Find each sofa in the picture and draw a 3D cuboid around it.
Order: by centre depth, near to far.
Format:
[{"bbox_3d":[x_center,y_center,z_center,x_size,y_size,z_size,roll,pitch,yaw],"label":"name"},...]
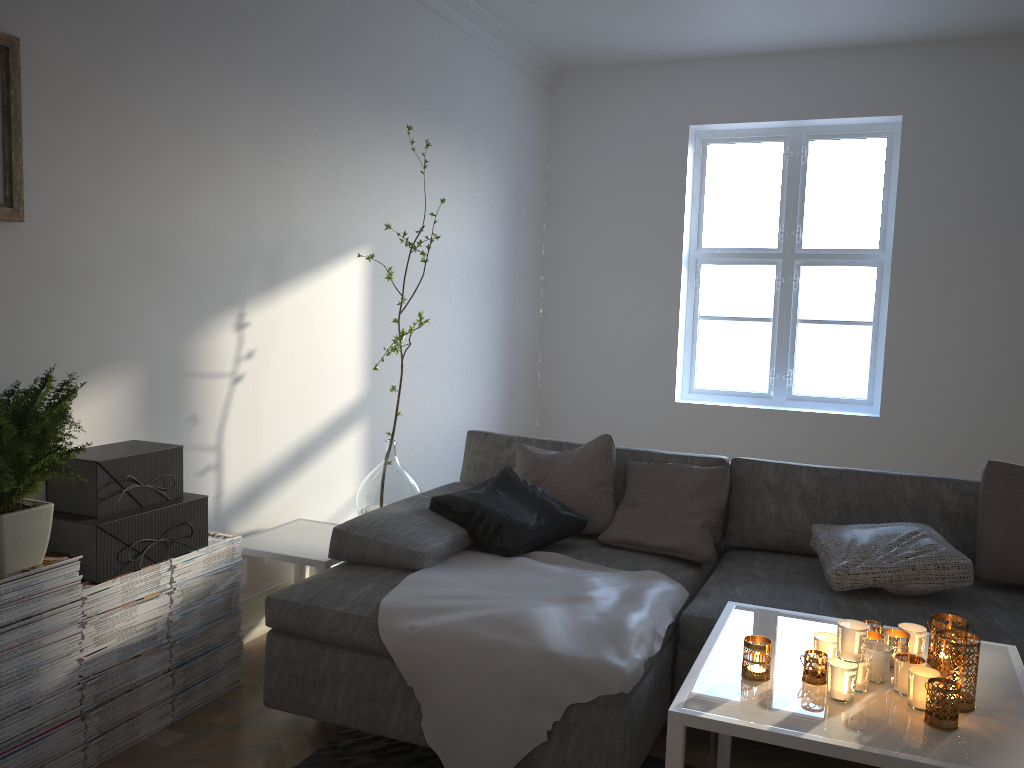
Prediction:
[{"bbox_3d":[0.779,0.700,2.735,2.631,0.773,1.553,4,6,23],"label":"sofa"}]

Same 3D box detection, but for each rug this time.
[{"bbox_3d":[0.118,1.139,1.509,2.014,0.055,2.109,4,6,22],"label":"rug"}]

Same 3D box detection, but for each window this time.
[{"bbox_3d":[1.705,-0.715,5.518,1.200,1.712,0.077,4,6,22],"label":"window"}]

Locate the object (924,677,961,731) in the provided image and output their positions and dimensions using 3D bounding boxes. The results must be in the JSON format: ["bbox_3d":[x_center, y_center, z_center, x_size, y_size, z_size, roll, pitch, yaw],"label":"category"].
[{"bbox_3d":[0.821,0.609,1.690,0.060,0.079,0.060,3,6,13],"label":"object"}]

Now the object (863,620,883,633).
[{"bbox_3d":[0.826,0.584,2.043,0.047,0.068,0.054,0,6,-17],"label":"object"}]

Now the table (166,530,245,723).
[{"bbox_3d":[-1.038,0.742,2.788,0.246,0.500,0.327,4,6,22],"label":"table"}]

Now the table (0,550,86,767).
[{"bbox_3d":[-1.278,0.737,2.211,0.246,0.597,0.321,4,6,22],"label":"table"}]

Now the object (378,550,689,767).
[{"bbox_3d":[0.048,0.798,2.575,0.811,0.438,0.725,4,6,21],"label":"object"}]

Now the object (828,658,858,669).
[{"bbox_3d":[0.666,0.595,1.790,0.056,0.067,0.056,0,6,-15],"label":"object"}]

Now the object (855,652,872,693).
[{"bbox_3d":[0.712,0.595,1.838,0.060,0.073,0.060,2,6,3],"label":"object"}]

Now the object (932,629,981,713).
[{"bbox_3d":[0.888,0.573,1.775,0.087,0.140,0.090,1,6,-7],"label":"object"}]

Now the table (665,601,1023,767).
[{"bbox_3d":[0.742,0.878,1.938,0.674,0.505,0.714,4,6,22],"label":"table"}]

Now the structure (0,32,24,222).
[{"bbox_3d":[-1.351,-0.698,2.119,0.053,0.575,0.398,4,6,20],"label":"structure"}]

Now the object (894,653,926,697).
[{"bbox_3d":[0.817,0.600,1.825,0.060,0.073,0.060,3,6,11],"label":"object"}]

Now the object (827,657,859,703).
[{"bbox_3d":[0.666,0.598,1.790,0.060,0.073,0.060,2,6,3],"label":"object"}]

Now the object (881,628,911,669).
[{"bbox_3d":[0.850,0.588,1.969,0.060,0.073,0.060,-3,8,-42],"label":"object"}]

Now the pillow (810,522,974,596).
[{"bbox_3d":[1.174,0.547,2.777,0.404,0.194,0.405,3,5,9],"label":"pillow"}]

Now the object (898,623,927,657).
[{"bbox_3d":[0.904,0.586,2.008,0.060,0.073,0.060,0,6,-15],"label":"object"}]

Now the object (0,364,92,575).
[{"bbox_3d":[-1.229,0.210,2.141,0.368,0.527,0.437,4,6,23],"label":"object"}]

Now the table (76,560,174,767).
[{"bbox_3d":[-1.160,0.764,2.499,0.246,0.500,0.327,4,6,22],"label":"table"}]

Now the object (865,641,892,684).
[{"bbox_3d":[0.773,0.593,1.887,0.060,0.073,0.060,0,6,-21],"label":"object"}]

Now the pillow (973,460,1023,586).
[{"bbox_3d":[1.686,0.456,2.775,0.426,0.390,0.241,4,6,23],"label":"pillow"}]

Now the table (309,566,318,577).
[{"bbox_3d":[-0.538,0.771,3.689,0.422,0.319,0.436,4,6,22],"label":"table"}]

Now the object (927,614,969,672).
[{"bbox_3d":[0.972,0.576,1.977,0.080,0.104,0.080,3,6,13],"label":"object"}]

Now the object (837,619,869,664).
[{"bbox_3d":[0.691,0.524,1.804,0.060,0.073,0.060,6,7,38],"label":"object"}]

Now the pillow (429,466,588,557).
[{"bbox_3d":[-0.012,0.453,3.107,0.401,0.248,0.421,7,7,43],"label":"pillow"}]

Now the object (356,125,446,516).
[{"bbox_3d":[-0.408,-0.202,3.427,0.340,1.677,0.774,0,6,-18],"label":"object"}]

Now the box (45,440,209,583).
[{"bbox_3d":[-1.100,0.350,2.562,0.298,0.316,0.419,4,6,22],"label":"box"}]

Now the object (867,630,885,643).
[{"bbox_3d":[0.787,0.588,1.952,0.060,0.073,0.060,-3,8,-42],"label":"object"}]

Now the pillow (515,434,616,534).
[{"bbox_3d":[0.209,0.387,3.392,0.429,0.403,0.323,3,6,10],"label":"pillow"}]

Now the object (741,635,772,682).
[{"bbox_3d":[0.520,0.582,1.883,0.060,0.079,0.060,4,6,17],"label":"object"}]

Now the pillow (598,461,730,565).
[{"bbox_3d":[0.551,0.445,3.192,0.414,0.311,0.336,5,6,28],"label":"pillow"}]

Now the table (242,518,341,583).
[{"bbox_3d":[-0.731,0.761,3.222,0.422,0.412,0.436,4,6,22],"label":"table"}]

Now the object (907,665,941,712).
[{"bbox_3d":[0.816,0.606,1.760,0.060,0.073,0.060,3,6,11],"label":"object"}]

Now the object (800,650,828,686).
[{"bbox_3d":[0.640,0.598,1.871,0.050,0.058,0.052,1,6,-8],"label":"object"}]

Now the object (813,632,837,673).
[{"bbox_3d":[0.686,0.586,1.932,0.060,0.073,0.060,-3,8,-42],"label":"object"}]
